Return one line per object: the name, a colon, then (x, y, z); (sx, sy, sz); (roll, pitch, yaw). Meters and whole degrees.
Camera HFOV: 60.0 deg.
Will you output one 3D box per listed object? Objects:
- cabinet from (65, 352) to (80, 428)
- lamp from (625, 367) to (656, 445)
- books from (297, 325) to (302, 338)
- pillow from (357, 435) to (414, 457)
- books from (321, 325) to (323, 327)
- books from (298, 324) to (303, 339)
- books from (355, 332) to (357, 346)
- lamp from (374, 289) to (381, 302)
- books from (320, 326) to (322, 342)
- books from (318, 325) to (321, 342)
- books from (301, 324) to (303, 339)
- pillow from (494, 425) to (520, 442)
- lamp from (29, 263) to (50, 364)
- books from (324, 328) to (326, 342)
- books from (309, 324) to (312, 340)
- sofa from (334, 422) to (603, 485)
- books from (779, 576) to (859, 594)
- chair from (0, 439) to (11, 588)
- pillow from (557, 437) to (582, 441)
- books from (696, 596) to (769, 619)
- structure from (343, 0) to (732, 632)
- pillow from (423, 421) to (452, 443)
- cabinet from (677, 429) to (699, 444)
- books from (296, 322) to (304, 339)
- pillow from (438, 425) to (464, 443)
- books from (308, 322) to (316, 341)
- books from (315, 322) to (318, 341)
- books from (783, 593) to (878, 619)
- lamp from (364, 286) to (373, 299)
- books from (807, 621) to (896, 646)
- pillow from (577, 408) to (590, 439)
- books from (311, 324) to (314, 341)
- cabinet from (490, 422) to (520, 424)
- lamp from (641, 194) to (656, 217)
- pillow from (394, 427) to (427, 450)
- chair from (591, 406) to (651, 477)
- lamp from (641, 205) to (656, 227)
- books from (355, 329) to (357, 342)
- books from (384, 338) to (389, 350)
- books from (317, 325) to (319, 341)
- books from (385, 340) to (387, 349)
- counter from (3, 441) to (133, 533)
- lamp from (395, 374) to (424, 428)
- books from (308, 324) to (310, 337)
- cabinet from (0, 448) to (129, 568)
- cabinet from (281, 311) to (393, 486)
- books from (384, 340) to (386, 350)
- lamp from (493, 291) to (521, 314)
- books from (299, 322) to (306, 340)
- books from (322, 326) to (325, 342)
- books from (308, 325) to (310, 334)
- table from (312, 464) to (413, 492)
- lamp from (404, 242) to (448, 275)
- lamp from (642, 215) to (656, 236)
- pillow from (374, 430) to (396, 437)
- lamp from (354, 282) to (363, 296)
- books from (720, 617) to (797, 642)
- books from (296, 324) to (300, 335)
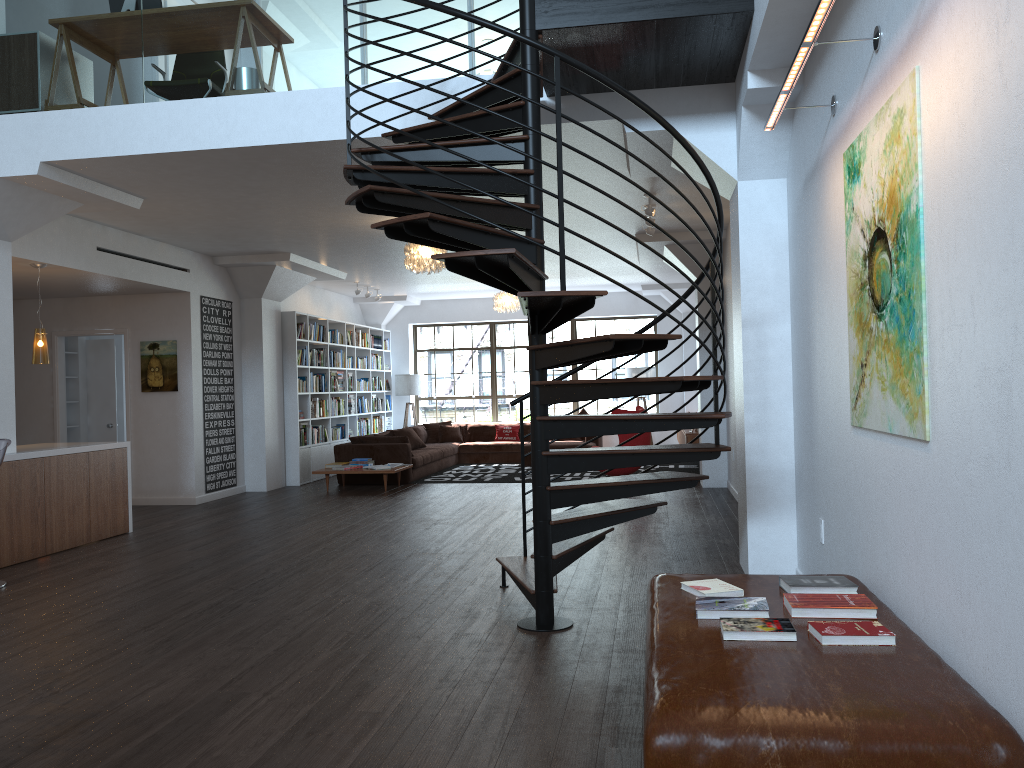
cabinet: (-5.640, -0.018, 12.195); (0.527, 2.991, 2.630); (-2, 0, 9)
lamp: (2.329, 0.492, 15.934); (0.545, 1.579, 0.545); (-2, 0, 20)
books: (-3.067, -0.729, 12.469); (0.167, 0.210, 0.162); (-2, 0, 9)
pillow: (-1.766, 0.898, 12.448); (0.750, 0.364, 0.289); (-2, 0, 8)
books: (-2.945, -0.755, 13.326); (0.180, 0.265, 0.103); (-2, 0, 9)
books: (-3.048, -0.735, 12.532); (0.161, 0.218, 0.101); (-2, 0, 9)
books: (-2.695, -0.747, 14.815); (0.189, 0.247, 0.057); (-2, 0, 9)
lamp: (-2.259, -1.493, 14.924); (0.120, 0.211, 0.111); (-1, 0, -17)
books: (-2.930, -0.745, 13.268); (0.174, 0.243, 0.085); (-2, 0, 9)
books: (-2.940, -0.749, 13.182); (0.182, 0.253, 0.098); (-2, 0, 9)
books: (-3.041, -0.737, 12.566); (0.161, 0.222, 0.084); (-2, 0, 9)
pillow: (-0.078, 0.867, 15.580); (0.465, 0.308, 0.220); (-2, 0, 5)
lamp: (-4.262, -0.630, 8.004); (0.149, 0.900, 0.149); (-1, 0, -36)
books: (-2.914, -0.740, 13.439); (0.167, 0.233, 0.077); (-2, 0, 9)
books: (-2.998, -0.749, 12.880); (0.170, 0.251, 0.118); (-2, 0, 9)
sofa: (-0.427, 1.014, 14.010); (3.481, 0.664, 4.197); (-2, 0, 9)
books: (1.183, 0.781, 3.432); (0.254, 0.044, 0.183); (-2, 0, 4)
chair: (-3.691, 0.885, 6.050); (0.481, 1.014, 0.530); (-2, 0, 11)
pillow: (0.972, 0.802, 15.293); (0.542, 0.362, 0.248); (-2, 0, 30)
books: (0.775, 0.791, 3.132); (0.247, 0.040, 0.185); (-2, 0, 12)
structure: (0.118, -0.890, 4.751); (1.998, 4.352, 1.998); (-1, 0, -30)
pillow: (-1.272, 0.866, 15.724); (0.580, 0.418, 0.334); (-1, 0, -18)
cabinet: (2.823, 0.806, 13.603); (0.459, 0.350, 4.501); (-2, 0, 9)
books: (-3.045, -0.750, 12.597); (0.159, 0.248, 0.089); (-2, 0, 9)
pillow: (-1.097, 0.878, 15.599); (0.489, 0.337, 0.238); (-1, 0, -22)
books: (-2.979, -0.769, 13.020); (0.176, 0.293, 0.125); (-2, 0, 9)
books: (-2.973, -0.767, 13.082); (0.197, 0.290, 0.136); (-2, 0, 9)
books: (1.115, 0.780, 3.119); (0.283, 0.043, 0.197); (-2, 0, 8)
lamp: (-2.340, -1.493, 14.412); (0.120, 0.211, 0.111); (-1, 0, -32)
books: (1.066, 0.784, 2.792); (0.224, 0.036, 0.161); (-2, 0, 3)
pillow: (1.199, 0.714, 15.424); (0.651, 0.587, 0.335); (-1, 0, -12)
books: (-2.987, -0.745, 12.932); (0.174, 0.242, 0.105); (-2, 0, 9)
cabinet: (0.370, 1.025, 16.416); (1.520, 0.625, 0.350); (-2, 0, 9)
lamp: (1.253, -1.622, 8.070); (0.120, 0.211, 0.111); (-1, 0, -17)
pillow: (-1.645, 0.884, 14.145); (0.325, 0.391, 0.625); (-2, 0, 25)
chair: (1.358, 0.782, 11.165); (0.801, 1.006, 0.798); (-2, 0, 34)
lamp: (1.334, -1.621, 8.583); (0.120, 0.211, 0.111); (-1, 0, -32)
books: (-2.670, -0.772, 14.862); (0.140, 0.298, 0.044); (-2, 0, 9)
books: (-2.390, -0.738, 16.660); (0.140, 0.231, 0.042); (-2, 0, 9)
books: (-2.948, -0.747, 13.150); (0.159, 0.248, 0.089); (-2, 0, 9)
books: (-2.407, -0.722, 16.547); (0.127, 0.200, 0.020); (-2, 0, 9)
counter: (-3.765, 0.959, 4.464); (3.039, 0.860, 8.182); (-1, 0, -20)
lamp: (-1.913, 0.610, 16.711); (0.545, 1.579, 0.545); (-2, 0, -2)
books: (-3.007, -0.747, 12.837); (0.159, 0.248, 0.089); (-2, 0, 9)
cabinet: (-4.413, 1.008, 6.211); (0.898, 0.796, 4.493); (-2, 0, 9)
cabinet: (-2.835, 0.206, 14.499); (0.461, 2.414, 4.500); (-2, 0, 9)
books: (-2.419, -0.714, 16.479); (0.134, 0.184, 0.030); (-2, 0, 9)
lamp: (-0.082, -1.385, 13.978); (0.442, 0.539, 0.441); (-1, 0, -39)
books: (-3.036, -0.752, 12.640); (0.170, 0.251, 0.118); (-2, 0, 9)
books: (-2.916, -0.751, 13.370); (0.182, 0.255, 0.077); (-2, 0, 9)
books: (-3.003, -0.734, 12.805); (0.161, 0.222, 0.084); (-2, 0, 9)
table: (-1.950, 1.241, 11.682); (1.100, 0.271, 0.853); (-2, 0, 9)
lamp: (-0.873, -1.388, 8.979); (0.442, 0.539, 0.441); (-1, 0, -39)
lamp: (1.414, -1.621, 9.082); (0.111, 0.211, 0.120); (-2, 0, 43)
pillow: (-1.763, 0.858, 12.717); (0.269, 0.411, 0.559); (-1, 0, -35)
lamp: (-2.420, -1.494, 13.912); (0.111, 0.211, 0.120); (-2, 0, 43)
books: (0.791, 0.791, 2.861); (0.224, 0.032, 0.161); (-2, 0, 9)
books: (-3.072, -0.733, 12.379); (0.182, 0.215, 0.188); (-2, 0, 9)
